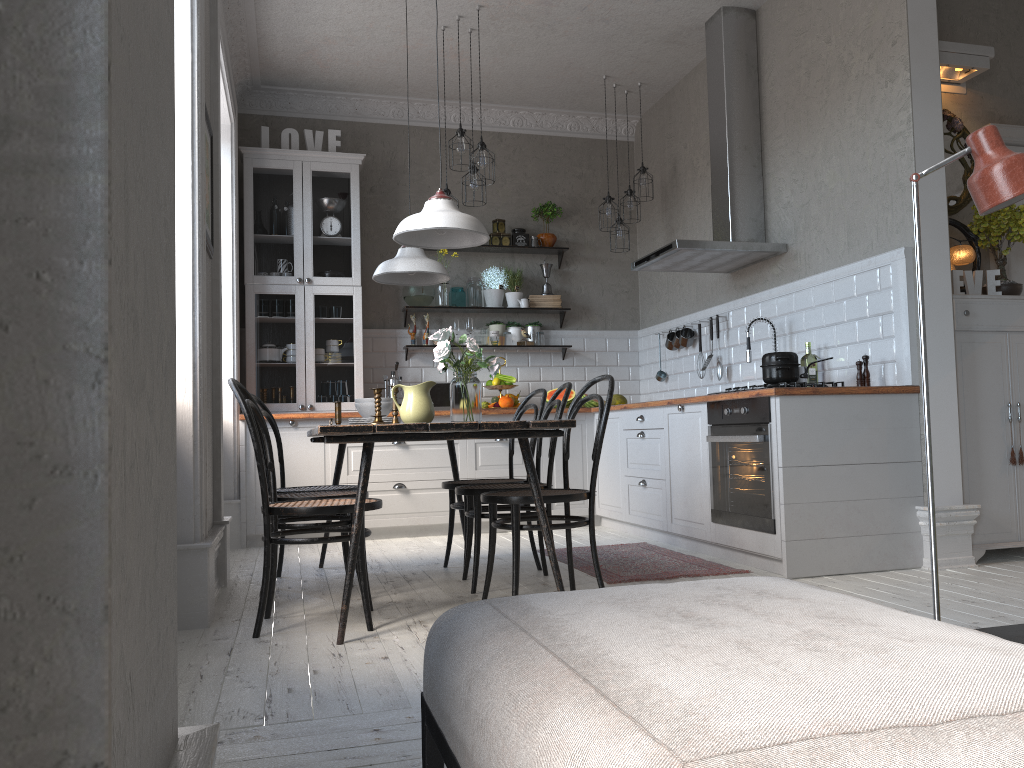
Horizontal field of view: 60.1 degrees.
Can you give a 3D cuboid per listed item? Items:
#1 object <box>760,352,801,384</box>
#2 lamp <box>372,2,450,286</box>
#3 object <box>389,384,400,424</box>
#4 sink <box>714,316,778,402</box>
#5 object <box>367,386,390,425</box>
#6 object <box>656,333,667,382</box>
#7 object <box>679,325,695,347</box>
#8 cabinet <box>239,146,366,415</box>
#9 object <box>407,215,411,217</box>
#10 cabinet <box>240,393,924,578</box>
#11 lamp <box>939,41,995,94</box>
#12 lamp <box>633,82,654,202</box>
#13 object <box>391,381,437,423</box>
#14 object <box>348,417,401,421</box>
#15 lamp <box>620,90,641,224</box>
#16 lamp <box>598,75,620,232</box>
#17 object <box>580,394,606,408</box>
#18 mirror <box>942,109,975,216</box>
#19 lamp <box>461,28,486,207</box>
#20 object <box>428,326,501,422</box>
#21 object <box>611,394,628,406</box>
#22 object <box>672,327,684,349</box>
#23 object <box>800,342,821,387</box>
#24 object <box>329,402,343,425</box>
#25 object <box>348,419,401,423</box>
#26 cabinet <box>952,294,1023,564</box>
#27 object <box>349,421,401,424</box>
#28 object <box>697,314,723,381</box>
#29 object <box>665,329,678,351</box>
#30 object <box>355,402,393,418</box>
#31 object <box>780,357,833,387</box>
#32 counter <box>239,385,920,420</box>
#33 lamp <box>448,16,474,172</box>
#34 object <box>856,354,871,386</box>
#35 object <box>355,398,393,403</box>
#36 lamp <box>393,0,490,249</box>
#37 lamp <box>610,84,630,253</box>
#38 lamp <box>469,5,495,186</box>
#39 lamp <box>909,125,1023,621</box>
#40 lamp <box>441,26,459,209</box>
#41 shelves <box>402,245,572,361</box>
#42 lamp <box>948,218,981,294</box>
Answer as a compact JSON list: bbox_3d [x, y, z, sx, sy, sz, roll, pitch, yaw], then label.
[{"bbox_3d":[1.290,-0.076,4.259,0.194,0.147,0.189,1,-4,-36],"label":"object"},{"bbox_3d":[-0.517,-1.437,4.398,0.382,1.858,0.377,-1,-3,-8],"label":"lamp"},{"bbox_3d":[-0.473,0.082,3.579,0.062,0.172,0.062,-2,-3,6],"label":"object"},{"bbox_3d":[1.312,-0.033,5.076,0.534,0.720,0.480,-1,-3,-15],"label":"sink"},{"bbox_3d":[-0.549,0.088,3.631,0.098,0.172,0.094,1,-4,-34],"label":"object"},{"bbox_3d":[1.147,-0.206,6.846,0.078,0.378,0.081,-1,-3,-15],"label":"object"},{"bbox_3d":[1.255,-0.345,6.354,0.108,0.161,0.137,-2,-3,2],"label":"object"},{"bbox_3d":[-1.514,-0.702,6.471,0.890,1.921,0.383,-1,-3,-16],"label":"cabinet"},{"bbox_3d":[-0.711,-1.178,6.821,0.191,0.216,0.173,-1,-3,-2],"label":"object"},{"bbox_3d":[0.397,0.560,5.595,4.118,0.854,2.025,-4,-4,30],"label":"cabinet"},{"bbox_3d":[2.320,-1.685,4.717,0.420,0.171,0.217,-1,-3,-16],"label":"lamp"},{"bbox_3d":[0.965,-2.250,6.691,0.150,1.735,0.143,2,-4,-43],"label":"lamp"},{"bbox_3d":[-0.378,0.075,3.485,0.133,0.170,0.152,-4,-4,36],"label":"object"},{"bbox_3d":[-0.632,0.171,4.083,0.236,0.027,0.239,-2,-3,8],"label":"object"},{"bbox_3d":[0.887,-2.111,6.835,0.144,1.735,0.149,-3,-4,27],"label":"lamp"},{"bbox_3d":[0.692,-1.993,6.523,0.145,1.735,0.148,-2,-3,17],"label":"lamp"},{"bbox_3d":[0.630,0.130,6.756,0.228,0.127,0.145,0,-4,-33],"label":"object"},{"bbox_3d":[2.309,-1.201,4.767,0.539,0.593,0.070,-1,-3,-16],"label":"mirror"},{"bbox_3d":[-0.264,-2.015,5.711,0.149,1.735,0.144,0,-4,-28],"label":"lamp"},{"bbox_3d":[-0.198,-0.037,3.755,0.315,0.414,0.248,-1,-3,-17],"label":"object"},{"bbox_3d":[0.829,0.138,6.942,0.129,0.119,0.208,-4,-4,38],"label":"object"},{"bbox_3d":[1.233,-0.337,6.479,0.109,0.161,0.135,-1,-3,-13],"label":"object"},{"bbox_3d":[1.632,-0.088,4.822,0.090,0.282,0.081,-1,-3,-15],"label":"object"},{"bbox_3d":[-0.749,0.133,3.817,0.142,0.112,0.137,1,-4,-33],"label":"object"},{"bbox_3d":[-0.632,0.179,4.083,0.232,0.027,0.242,-5,-4,42],"label":"object"},{"bbox_3d":[2.390,0.222,4.468,0.674,1.297,0.379,-1,-3,-16],"label":"cabinet"},{"bbox_3d":[-0.632,0.188,4.082,0.237,0.027,0.238,-2,-3,3],"label":"object"},{"bbox_3d":[1.325,-0.234,5.987,0.082,0.443,0.325,-1,-3,-14],"label":"object"},{"bbox_3d":[1.201,-0.329,6.601,0.109,0.161,0.136,-1,-3,-3],"label":"object"},{"bbox_3d":[-0.633,0.135,4.085,0.182,0.094,0.176,0,-4,-24],"label":"object"},{"bbox_3d":[1.497,-0.057,4.553,0.300,0.134,0.177,-3,-3,19],"label":"object"},{"bbox_3d":[-0.017,0.146,5.349,3.198,0.039,3.352,-1,-3,-15],"label":"counter"},{"bbox_3d":[-0.336,-2.204,5.542,0.149,1.735,0.144,0,-4,-28],"label":"lamp"},{"bbox_3d":[1.701,-0.064,4.292,0.074,0.167,0.035,-1,-3,-16],"label":"object"},{"bbox_3d":[-0.634,0.115,4.086,0.182,0.094,0.176,0,-4,-24],"label":"object"},{"bbox_3d":[-0.302,-1.492,3.542,0.374,1.858,0.385,-3,-3,22],"label":"lamp"},{"bbox_3d":[0.787,-1.864,6.680,0.150,1.735,0.143,2,-4,-43],"label":"lamp"},{"bbox_3d":[-0.201,-2.085,5.410,0.144,1.735,0.149,-3,-4,32],"label":"lamp"},{"bbox_3d":[0.685,0.026,1.336,0.248,0.839,0.140,-3,-3,20],"label":"lamp"},{"bbox_3d":[-0.430,-1.854,5.656,0.143,1.735,0.150,-4,-4,41],"label":"lamp"},{"bbox_3d":[-0.196,-0.618,6.991,1.332,0.923,0.226,-1,-3,-16],"label":"shelves"},{"bbox_3d":[2.252,-0.580,4.578,0.452,0.558,0.171,-1,-3,-8],"label":"lamp"}]
